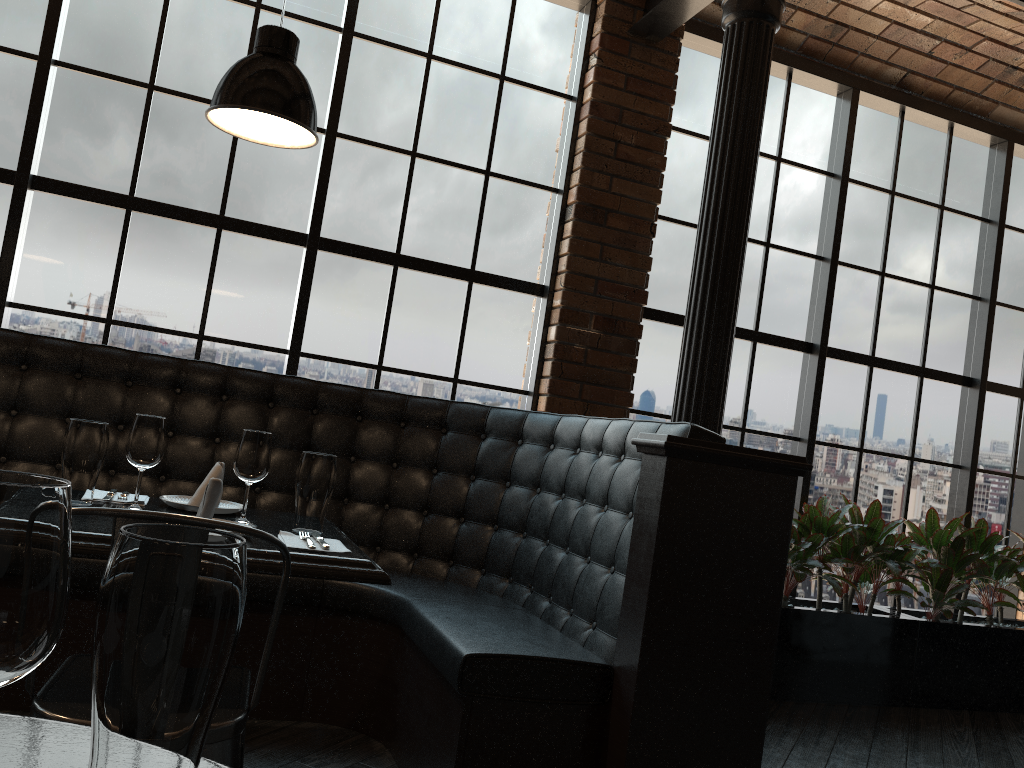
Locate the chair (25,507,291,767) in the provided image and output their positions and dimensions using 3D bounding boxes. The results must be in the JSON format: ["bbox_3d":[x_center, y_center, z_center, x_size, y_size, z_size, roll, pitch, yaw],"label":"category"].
[{"bbox_3d":[-0.745,0.658,1.808,0.504,0.857,0.558,10,-4,-14],"label":"chair"}]

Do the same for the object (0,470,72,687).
[{"bbox_3d":[-0.338,0.180,0.559,0.092,0.244,0.092,10,-4,-20],"label":"object"}]

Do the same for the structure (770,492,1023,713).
[{"bbox_3d":[2.105,1.181,4.884,4.107,1.072,0.757,10,-4,-20],"label":"structure"}]

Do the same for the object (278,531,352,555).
[{"bbox_3d":[-0.481,0.378,2.143,0.157,0.019,0.255,10,-4,-19],"label":"object"}]

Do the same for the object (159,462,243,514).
[{"bbox_3d":[-0.860,0.288,2.493,0.232,0.139,0.232,10,-4,-25],"label":"object"}]

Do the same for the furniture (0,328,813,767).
[{"bbox_3d":[-2.089,0.323,2.517,5.451,1.212,1.979,10,-4,-19],"label":"furniture"}]

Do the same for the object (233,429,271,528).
[{"bbox_3d":[-0.679,0.243,2.294,0.092,0.244,0.092,6,-4,31],"label":"object"}]

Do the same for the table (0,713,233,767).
[{"bbox_3d":[-0.477,0.656,0.405,0.866,0.758,0.866,6,-5,34],"label":"table"}]

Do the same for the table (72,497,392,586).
[{"bbox_3d":[-0.872,0.718,2.232,0.872,0.758,0.872,10,-4,-19],"label":"table"}]

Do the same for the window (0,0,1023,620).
[{"bbox_3d":[-3.460,-1.114,3.343,16.179,3.253,0.168,10,-4,-19],"label":"window"}]

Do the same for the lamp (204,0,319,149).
[{"bbox_3d":[-0.529,-1.479,2.370,0.291,1.653,0.291,7,-4,26],"label":"lamp"}]

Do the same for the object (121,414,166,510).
[{"bbox_3d":[-0.933,0.201,2.239,0.092,0.244,0.092,6,-4,31],"label":"object"}]

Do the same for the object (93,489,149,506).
[{"bbox_3d":[-1.075,0.306,2.415,0.157,0.019,0.255,10,-4,-19],"label":"object"}]

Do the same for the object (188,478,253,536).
[{"bbox_3d":[-0.715,0.282,2.072,0.232,0.139,0.232,10,-4,-22],"label":"object"}]
